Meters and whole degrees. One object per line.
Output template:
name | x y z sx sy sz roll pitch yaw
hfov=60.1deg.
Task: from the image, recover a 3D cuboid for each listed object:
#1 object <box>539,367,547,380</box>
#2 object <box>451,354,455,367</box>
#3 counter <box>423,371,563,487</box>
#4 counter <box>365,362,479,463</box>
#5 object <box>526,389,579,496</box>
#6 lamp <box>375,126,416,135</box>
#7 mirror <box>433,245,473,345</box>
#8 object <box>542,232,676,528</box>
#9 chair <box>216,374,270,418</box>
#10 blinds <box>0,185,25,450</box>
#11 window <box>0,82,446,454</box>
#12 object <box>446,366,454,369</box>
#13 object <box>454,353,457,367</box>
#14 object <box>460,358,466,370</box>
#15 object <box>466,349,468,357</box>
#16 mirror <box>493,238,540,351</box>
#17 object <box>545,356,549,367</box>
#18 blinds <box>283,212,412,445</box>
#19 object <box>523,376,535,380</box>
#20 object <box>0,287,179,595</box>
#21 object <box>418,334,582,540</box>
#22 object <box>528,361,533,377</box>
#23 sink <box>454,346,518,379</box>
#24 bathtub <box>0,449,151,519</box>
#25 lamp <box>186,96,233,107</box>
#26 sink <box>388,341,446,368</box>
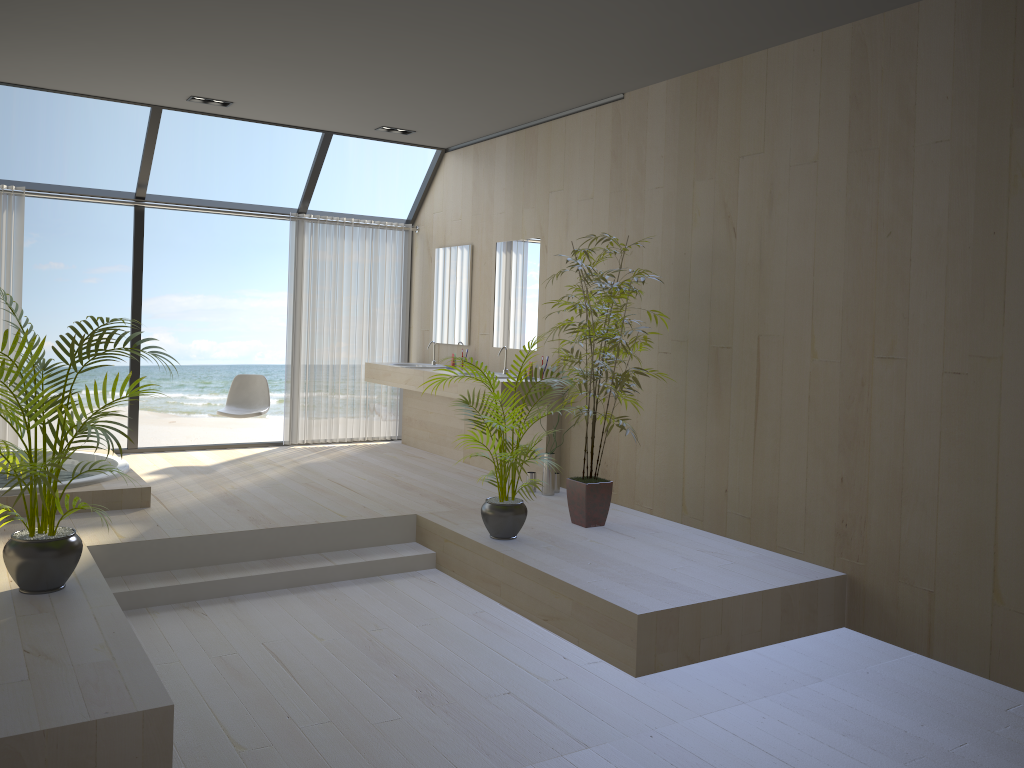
object | 0.225 -0.077 6.533 0.058 0.100 0.059 1 2 -22
object | -0.507 -0.194 7.602 0.039 0.135 0.039 2 1 16
counter | -0.177 0.331 6.842 0.550 0.790 1.208 1 3 -32
counter | -0.822 0.238 7.861 0.550 0.790 1.208 1 3 -32
object | 0.314 0.403 6.280 0.406 0.748 0.274 1 2 -44
lamp | -0.968 -2.157 7.357 0.301 0.112 0.164 0 4 -32
mirror | -0.536 -0.791 7.910 0.023 0.868 0.654 2 2 -32
object | 0.544 -0.029 5.305 0.786 1.755 0.937 2 1 -7
chair | -2.223 0.104 7.371 0.369 0.347 0.455 2 3 -4
blinds | -4.265 -0.468 6.474 1.182 2.069 0.084 1 1 -32
window | -2.768 -0.810 7.183 4.559 2.811 0.746 0 2 -32
object | -0.510 -0.139 7.521 0.104 0.029 0.033 2 3 8
object | -0.500 -0.202 7.715 0.039 0.135 0.039 2 1 16
object | -0.420 -0.170 7.552 0.058 0.100 0.058 1 2 -26
object | -0.403 -0.211 7.553 0.054 0.175 0.012 2 1 -7
mirror | 0.041 -0.712 7.049 0.023 0.868 0.654 2 2 -32
object | 0.242 -0.118 6.534 0.054 0.175 0.012 2 1 -7
blinds | -1.516 -0.499 8.215 1.182 2.069 0.084 1 1 -32
object | 0.135 -0.046 6.503 0.104 0.029 0.033 2 3 8
object | -1.939 0.193 3.792 1.065 1.344 0.874 0 2 -44
object | -0.075 0.268 4.872 0.916 1.156 0.752 2 2 1
object | 0.138 -0.101 6.583 0.039 0.135 0.039 2 1 9
sink | -0.185 -0.080 6.783 0.504 0.419 0.575 0 3 -29
bathtub | -3.395 0.638 5.566 1.820 0.698 1.651 0 4 -32
lamp | -2.236 -2.143 6.553 0.301 0.112 0.164 0 4 -32
sink | -0.830 -0.173 7.802 0.504 0.419 0.575 0 3 -29
